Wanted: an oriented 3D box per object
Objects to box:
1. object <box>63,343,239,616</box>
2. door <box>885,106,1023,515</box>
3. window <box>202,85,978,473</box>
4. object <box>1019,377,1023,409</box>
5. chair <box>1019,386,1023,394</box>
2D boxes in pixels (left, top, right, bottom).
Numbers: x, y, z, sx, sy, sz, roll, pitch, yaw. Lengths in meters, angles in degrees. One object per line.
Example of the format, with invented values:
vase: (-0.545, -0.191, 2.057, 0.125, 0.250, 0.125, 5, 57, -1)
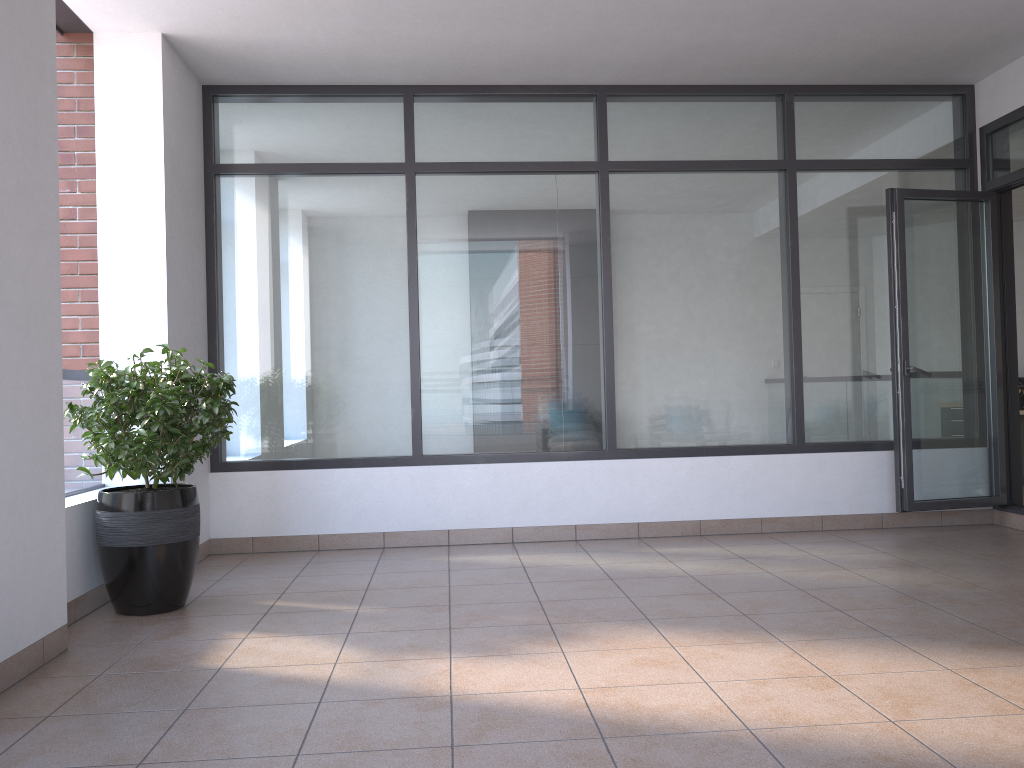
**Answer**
object: (-1.609, 0.481, 4.012, 0.721, 1.338, 0.731, -2, -1, -1)
door: (2.848, -0.434, 5.340, 0.924, 2.500, 0.905, -1, -1, -4)
window: (0.596, -0.717, 5.751, 5.002, 2.402, 0.170, -1, -1, -4)
object: (5.174, 0.085, 9.139, 0.198, 0.354, 0.249, -2, -1, 26)
chair: (5.233, 0.501, 8.385, 0.699, 0.991, 0.664, -2, -1, 2)
